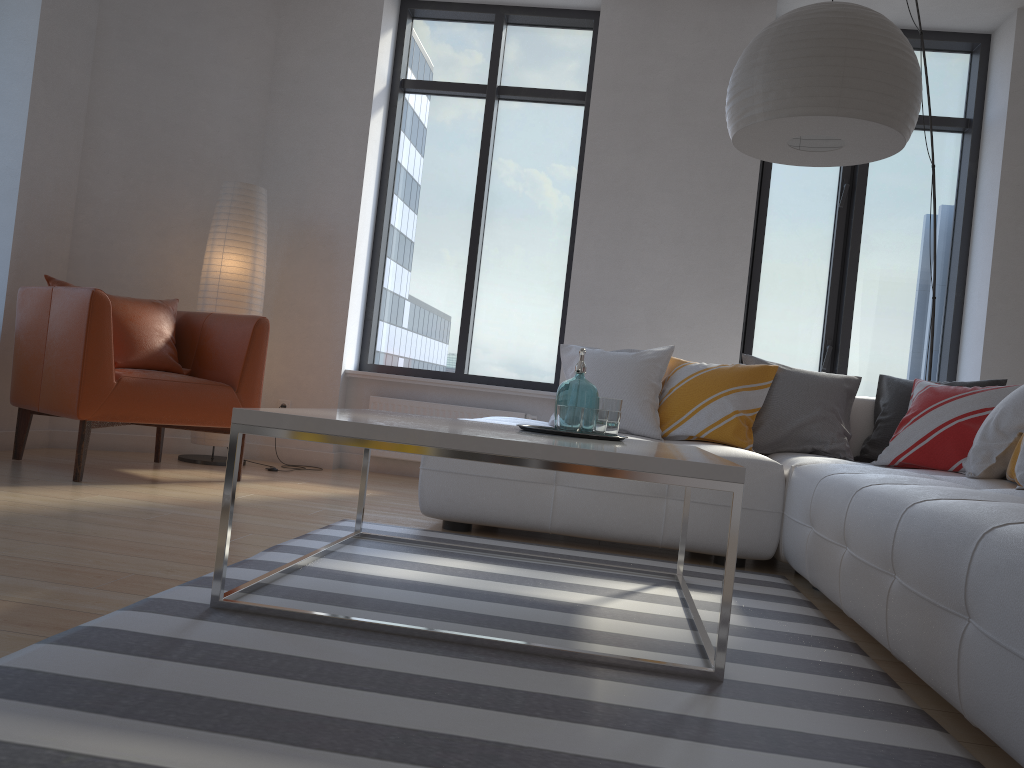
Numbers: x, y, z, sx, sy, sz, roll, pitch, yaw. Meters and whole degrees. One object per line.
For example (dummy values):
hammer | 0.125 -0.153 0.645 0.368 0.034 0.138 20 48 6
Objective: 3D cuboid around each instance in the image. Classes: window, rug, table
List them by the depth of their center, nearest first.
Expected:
rug | 0.042 0.569 2.141 1.662 0.016 2.326 6 -1 6
table | -0.028 0.343 2.391 1.091 0.435 1.091 6 -1 7
window | 2.080 -0.950 5.396 1.310 2.402 0.170 6 -1 7
window | -0.192 -1.199 5.662 1.310 2.402 0.170 6 -1 7

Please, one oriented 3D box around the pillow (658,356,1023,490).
pillow | 1.262 0.110 3.340 0.630 0.440 2.095 7 -1 -36

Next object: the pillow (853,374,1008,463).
pillow | 1.770 0.146 3.079 0.608 0.436 2.120 6 -1 2

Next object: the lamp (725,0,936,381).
lamp | 1.802 -0.529 3.863 0.710 2.647 3.199 5 -1 43

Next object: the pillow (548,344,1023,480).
pillow | 1.039 0.071 3.566 2.156 0.456 0.580 6 -1 33

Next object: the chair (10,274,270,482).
chair | -1.778 -0.024 4.158 0.843 0.858 0.896 6 -1 39

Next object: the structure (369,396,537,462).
structure | -0.373 0.355 5.303 1.015 0.460 0.110 6 -1 7

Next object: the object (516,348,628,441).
object | 0.190 0.019 2.612 0.330 0.265 0.330 6 -1 31

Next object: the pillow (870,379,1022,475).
pillow | 1.738 0.163 2.753 0.575 0.449 2.250 6 -1 4

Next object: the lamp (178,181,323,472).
lamp | -1.363 -0.308 5.018 0.804 1.550 0.502 7 -1 -33

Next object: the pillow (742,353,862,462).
pillow | 1.403 0.094 2.696 0.647 0.453 2.953 6 -1 -6

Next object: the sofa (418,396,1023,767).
sofa | 0.892 0.314 2.753 2.614 0.732 3.424 6 -1 7
